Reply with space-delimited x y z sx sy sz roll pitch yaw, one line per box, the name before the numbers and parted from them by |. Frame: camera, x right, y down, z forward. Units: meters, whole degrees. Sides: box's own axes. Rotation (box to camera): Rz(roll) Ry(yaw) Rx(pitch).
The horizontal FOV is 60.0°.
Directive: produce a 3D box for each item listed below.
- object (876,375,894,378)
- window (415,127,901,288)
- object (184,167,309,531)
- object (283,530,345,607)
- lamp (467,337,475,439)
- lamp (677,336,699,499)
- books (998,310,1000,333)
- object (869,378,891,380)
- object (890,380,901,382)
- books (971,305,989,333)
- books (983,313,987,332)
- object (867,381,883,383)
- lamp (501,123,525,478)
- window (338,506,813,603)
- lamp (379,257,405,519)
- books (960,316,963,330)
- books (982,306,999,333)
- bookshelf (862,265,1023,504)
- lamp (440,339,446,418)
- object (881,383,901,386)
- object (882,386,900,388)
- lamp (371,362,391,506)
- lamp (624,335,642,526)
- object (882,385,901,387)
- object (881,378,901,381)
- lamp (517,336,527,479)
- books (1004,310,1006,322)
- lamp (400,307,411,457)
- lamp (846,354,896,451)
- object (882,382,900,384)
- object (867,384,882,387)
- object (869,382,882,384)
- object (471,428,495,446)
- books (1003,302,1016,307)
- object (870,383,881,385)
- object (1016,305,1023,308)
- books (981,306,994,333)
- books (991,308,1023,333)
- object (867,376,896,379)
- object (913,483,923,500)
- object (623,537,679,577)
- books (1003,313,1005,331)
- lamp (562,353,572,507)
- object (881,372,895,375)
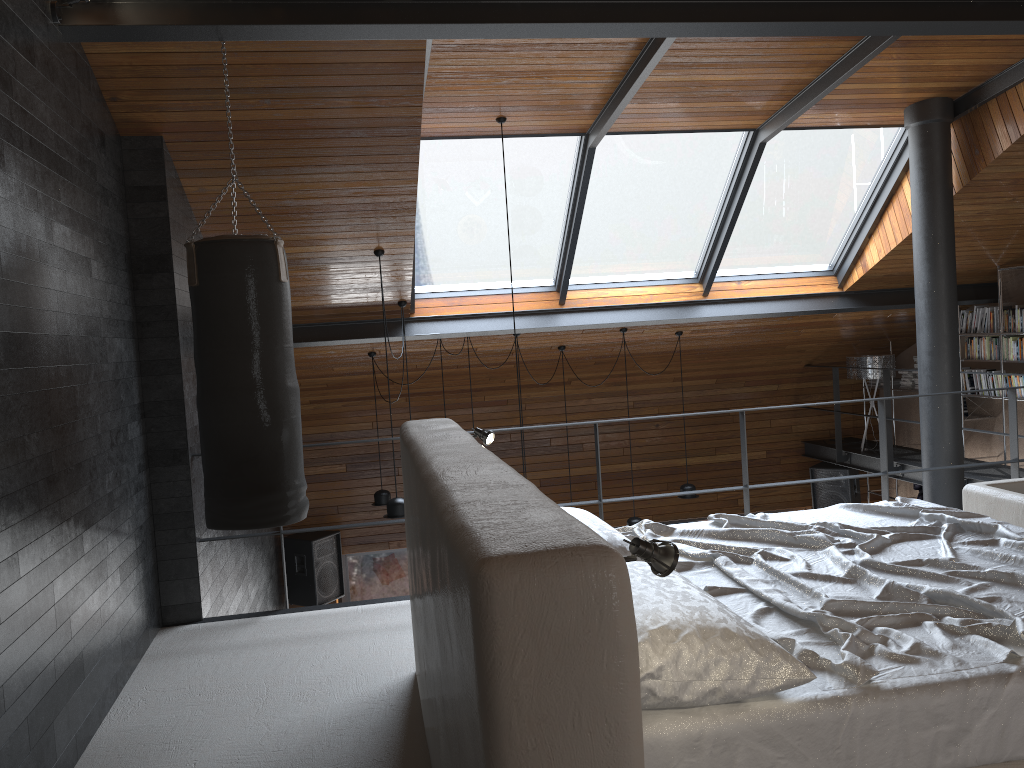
object | 4.202 -0.091 10.091 0.246 0.016 0.182 -4 3 -9
window | 1.117 -1.437 7.219 3.818 1.031 1.213 -4 3 -10
object | -1.194 -0.165 3.984 0.445 1.603 0.442 -3 3 18
object | -2.003 2.694 9.050 0.686 2.298 0.639 -2 3 29
lamp | -0.317 0.617 7.686 0.210 2.273 0.210 -2 3 28
lamp | 1.665 0.317 8.587 0.210 1.565 0.210 -2 3 28
books | 4.498 -0.574 8.074 0.148 0.206 0.018 -4 3 -10
object | 4.214 -0.060 10.108 0.224 0.017 0.167 -4 3 -9
object | 4.269 -0.036 9.836 0.228 0.016 0.182 -4 3 -9
books | 4.448 -0.617 8.431 0.143 0.264 0.088 -4 3 -10
books | 4.463 -0.574 8.266 0.131 0.178 0.057 -4 3 -10
object | 4.205 -0.032 10.110 0.243 0.012 0.159 -4 3 -10
lamp | 0.032 -0.170 6.064 0.210 3.208 0.210 -3 3 13
window | 0.910 2.329 10.525 5.936 1.522 0.101 -4 3 -10
lamp | -0.875 0.017 6.295 0.210 1.854 0.210 -2 3 28
books | 4.392 -0.577 8.573 0.112 0.173 0.054 -4 3 -10
books | 4.498 -0.603 8.288 0.191 0.244 0.075 -4 3 -9
bookshelf | 5.158 0.474 4.987 0.421 6.219 10.739 -4 3 -9
lamp | -0.568 0.556 7.803 0.210 2.036 0.210 -2 3 28
object | 4.264 -0.004 9.851 0.262 0.025 0.176 -4 3 -9
object | 4.253 0.029 9.857 0.201 0.012 0.161 -4 3 -9
lamp | -1.229 0.418 8.112 0.210 1.369 0.210 -2 3 28
lamp | 1.105 0.433 8.337 0.210 1.911 0.210 -2 3 28
object | 4.266 0.015 9.863 0.226 0.012 0.159 -4 3 -9
object | 4.241 -0.050 9.855 0.203 0.013 0.161 -4 3 -9
lamp | 0.110 0.572 8.086 0.210 2.034 0.210 -2 3 28
books | 4.512 -0.569 8.001 0.129 0.203 0.021 -4 3 -10
lamp | -0.838 -0.024 7.139 0.210 1.206 0.210 -2 3 28
lamp | 3.822 0.198 9.405 0.475 1.002 0.475 -3 3 14
object | 4.250 -0.021 9.848 0.201 0.013 0.161 -4 3 -9
object | 4.209 0.011 10.111 0.234 0.025 0.176 -4 3 -9
object | 4.218 -0.021 10.121 0.218 0.013 0.161 -4 3 -9
object | -0.157 0.238 3.692 0.165 0.106 0.085 -3 3 18
books | 4.510 -0.604 8.045 0.143 0.268 0.020 -4 3 -10
object | 4.222 -0.008 10.113 0.216 0.013 0.161 -4 3 -9
object | 4.545 -0.583 7.871 0.146 0.240 0.023 -4 3 -10
books | 4.491 -0.605 8.298 0.191 0.249 0.077 -4 3 -9
books | 4.507 -0.571 7.918 0.131 0.216 0.509 -4 3 -9
object | 4.203 -0.075 10.091 0.246 0.016 0.182 -4 3 -9
object | 4.417 1.383 9.629 0.244 0.879 0.244 -3 3 19
object | 0.223 0.324 1.579 0.156 0.106 0.087 -4 3 -13
books | 4.507 -0.559 8.018 0.131 0.181 0.014 -4 3 -10
lamp | 0.535 0.503 8.573 0.210 2.002 0.210 -2 3 28
object | 4.197 -0.113 10.090 0.252 0.028 0.180 -4 3 -9
